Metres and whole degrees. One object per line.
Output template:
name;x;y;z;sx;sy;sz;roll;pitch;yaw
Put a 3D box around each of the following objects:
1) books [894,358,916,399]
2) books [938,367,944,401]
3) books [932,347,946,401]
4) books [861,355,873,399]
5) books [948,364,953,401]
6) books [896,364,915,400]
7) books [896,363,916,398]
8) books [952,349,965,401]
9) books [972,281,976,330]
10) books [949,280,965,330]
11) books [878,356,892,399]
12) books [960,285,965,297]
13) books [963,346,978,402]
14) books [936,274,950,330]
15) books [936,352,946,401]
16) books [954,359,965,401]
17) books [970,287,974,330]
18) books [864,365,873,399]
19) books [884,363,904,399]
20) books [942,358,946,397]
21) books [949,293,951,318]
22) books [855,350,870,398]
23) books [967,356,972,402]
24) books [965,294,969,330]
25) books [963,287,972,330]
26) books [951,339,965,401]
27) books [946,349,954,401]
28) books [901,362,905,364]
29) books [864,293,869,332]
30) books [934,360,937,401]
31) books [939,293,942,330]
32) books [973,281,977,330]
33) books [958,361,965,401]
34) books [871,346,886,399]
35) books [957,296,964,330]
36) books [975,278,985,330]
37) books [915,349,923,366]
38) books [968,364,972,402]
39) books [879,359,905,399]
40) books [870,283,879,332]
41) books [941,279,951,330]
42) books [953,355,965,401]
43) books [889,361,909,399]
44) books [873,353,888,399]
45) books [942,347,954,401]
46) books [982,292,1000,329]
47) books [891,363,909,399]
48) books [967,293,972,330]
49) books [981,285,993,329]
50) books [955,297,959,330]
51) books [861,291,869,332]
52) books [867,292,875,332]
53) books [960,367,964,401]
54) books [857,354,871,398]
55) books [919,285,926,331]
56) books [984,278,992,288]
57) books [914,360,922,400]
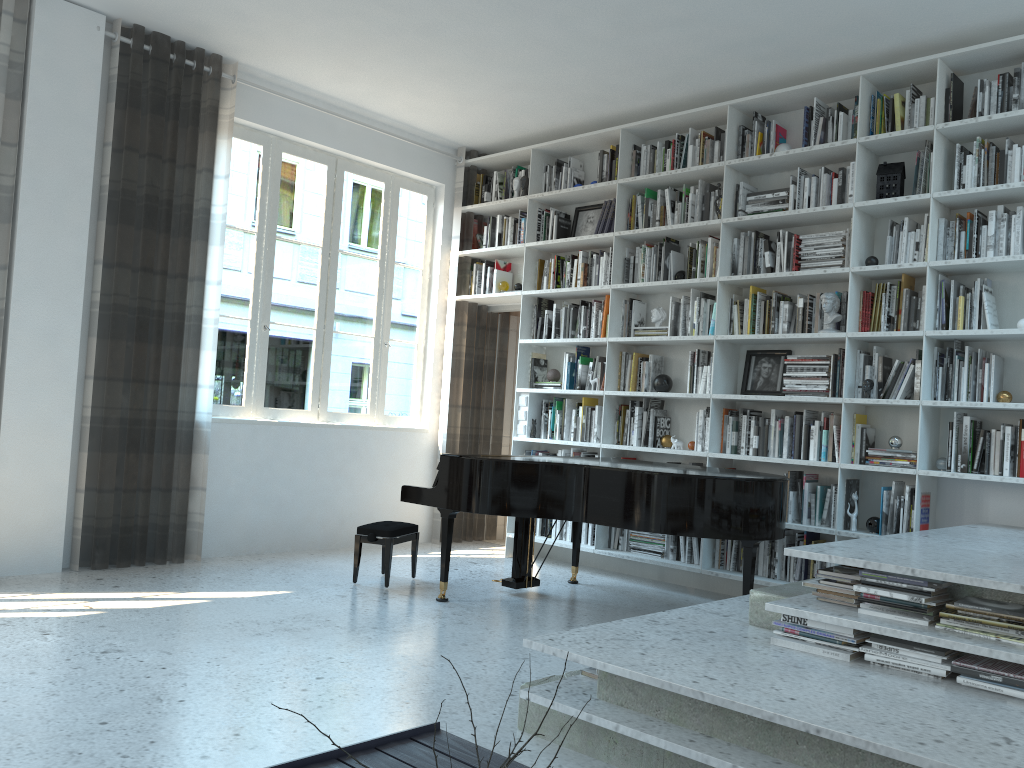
books;2.199;-0.019;4.932;0.094;0.238;0.149;2;-3;44
books;2.342;0.009;4.797;0.015;0.188;0.168;2;-3;44
books;2.326;-0.046;4.830;0.014;0.298;0.148;2;-2;44
books;2.050;-0.031;5.079;0.028;0.253;0.142;2;-2;44
books;2.378;0.002;4.764;0.013;0.204;0.154;2;-3;44
books;2.210;0.000;4.919;0.091;0.205;0.169;2;-3;44
books;2.208;-0.005;4.936;0.090;0.215;0.139;2;-3;44
books;2.387;-0.039;4.739;0.005;0.283;0.159;2;-2;44
books;2.472;-0.396;4.698;0.006;0.270;0.178;2;-2;44
books;2.387;-0.404;4.753;0.013;0.279;0.192;2;-3;44
books;2.114;-0.027;5.025;0.035;0.248;0.141;2;-2;44
books;2.426;-0.390;4.755;0.013;0.256;0.144;2;-2;44
books;2.429;-0.044;4.697;0.014;0.297;0.175;2;-2;44
books;2.341;-0.424;4.814;0.006;0.318;0.164;2;-2;44
books;2.328;-0.031;4.799;0.010;0.266;0.158;2;-2;44
books;2.395;-0.010;4.718;0.011;0.226;0.188;2;-3;44
books;2.469;-0.382;4.712;0.017;0.243;0.132;2;-2;44
books;2.054;-0.002;5.045;0.027;0.192;0.182;2;-3;44
books;2.158;-0.005;4.951;0.089;0.210;0.176;2;-3;44
books;2.359;-0.016;4.795;0.011;0.239;0.136;2;-2;44
books;2.393;-0.385;4.794;0.007;0.244;0.145;2;-2;44
books;2.022;-0.047;5.113;0.012;0.285;0.159;2;-2;44
books;2.448;-0.018;4.703;0.007;0.247;0.153;2;-2;44
books;2.449;-0.366;4.724;0.014;0.209;0.156;2;-3;44
books;2.442;-0.383;4.732;0.008;0.242;0.169;2;-3;44
books;2.396;-0.066;4.766;0.007;0.342;0.149;2;-2;44
books;2.369;-0.038;4.766;0.006;0.281;0.155;2;-2;44
books;2.162;-0.010;4.967;0.088;0.220;0.138;2;-3;44
books;2.068;-0.393;5.101;0.014;0.244;0.145;2;-2;44
books;2.324;-0.011;4.811;0.012;0.226;0.147;2;-2;44
books;2.355;-0.374;4.816;0.015;0.220;0.155;2;-3;44
books;2.480;-0.398;4.699;0.006;0.273;0.167;2;-2;44
books;2.412;-0.005;4.719;0.013;0.218;0.161;2;-3;44
books;2.083;-0.057;5.043;0.013;0.306;0.141;2;-2;44
books;2.414;-0.360;4.721;0.017;0.192;0.191;2;-3;44
books;2.487;-0.404;4.692;0.013;0.287;0.159;2;-2;44
books;2.253;-0.042;4.888;0.013;0.285;0.139;2;-2;44
books;2.452;0.004;4.694;0.013;0.203;0.167;2;-3;44
books;2.143;-0.015;4.960;0.095;0.228;0.190;2;-3;44
books;2.091;-0.417;5.060;0.035;0.293;0.145;2;-2;44
books;2.365;-0.408;4.795;0.035;0.287;0.191;2;-2;44
books;2.394;-0.021;4.734;0.013;0.248;0.165;2;-2;44
books;2.184;-0.011;4.955;0.095;0.226;0.144;2;-3;44
books;2.097;-0.036;5.041;0.012;0.266;0.157;2;-2;44
books;2.362;-0.044;4.776;0.018;0.295;0.177;2;-2;44
books;2.509;-0.365;4.641;0.051;0.210;0.176;2;-3;44
books;2.188;-0.004;4.944;0.090;0.212;0.143;2;-3;44
books;2.451;-0.368;4.712;0.007;0.211;0.158;2;-3;44
books;2.508;-0.387;4.682;0.007;0.254;0.161;2;-2;44
books;2.410;-0.359;4.759;0.014;0.192;0.147;2;-3;44
books;2.057;-0.399;5.114;0.015;0.255;0.150;2;-2;44
books;2.087;-0.393;5.099;0.013;0.247;0.176;2;-3;44
books;2.417;0.011;4.706;0.013;0.186;0.184;2;-3;44
books;2.034;-0.036;5.100;0.024;0.263;0.154;2;-2;44
books;2.288;-0.399;4.878;0.032;0.266;0.143;2;-2;44
books;2.525;-0.407;4.715;0.011;0.300;0.088;2;-2;44
books;2.251;-0.012;4.858;0.029;0.223;0.171;2;-3;44
